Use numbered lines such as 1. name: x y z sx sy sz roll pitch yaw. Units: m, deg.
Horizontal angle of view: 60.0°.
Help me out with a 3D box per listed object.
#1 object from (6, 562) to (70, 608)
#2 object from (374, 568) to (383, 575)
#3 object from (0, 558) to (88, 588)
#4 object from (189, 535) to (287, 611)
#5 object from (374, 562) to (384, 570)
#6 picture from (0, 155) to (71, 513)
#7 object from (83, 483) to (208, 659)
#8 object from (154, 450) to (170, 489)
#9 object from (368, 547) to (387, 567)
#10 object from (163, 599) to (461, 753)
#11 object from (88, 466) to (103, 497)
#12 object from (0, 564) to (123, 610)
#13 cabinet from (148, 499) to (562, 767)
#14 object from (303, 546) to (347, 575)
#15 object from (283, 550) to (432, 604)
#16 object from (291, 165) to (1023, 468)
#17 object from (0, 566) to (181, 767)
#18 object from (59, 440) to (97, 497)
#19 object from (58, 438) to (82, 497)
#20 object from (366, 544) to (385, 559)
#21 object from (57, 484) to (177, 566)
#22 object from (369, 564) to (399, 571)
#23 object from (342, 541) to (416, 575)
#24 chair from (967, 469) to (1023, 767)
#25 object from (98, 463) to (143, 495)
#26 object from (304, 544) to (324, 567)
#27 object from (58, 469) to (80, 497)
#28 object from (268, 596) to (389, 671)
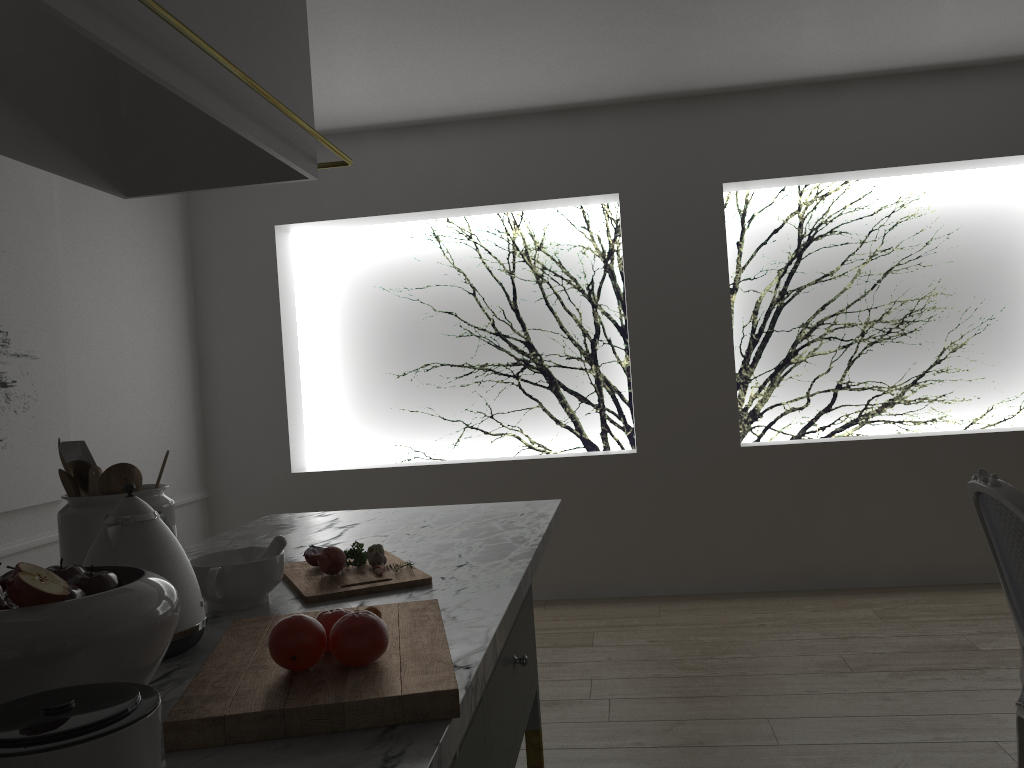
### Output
1. object: -0.468 0.199 0.875 0.054 0.048 0.061 -4 0 -29
2. object: -0.238 0.337 1.587 0.015 0.010 0.028 -4 0 -19
3. object: -0.544 0.224 0.973 0.071 0.091 0.167 -4 0 32
4. object: -0.459 0.314 1.486 0.159 0.110 0.172 -4 0 -38
5. object: -0.241 0.334 1.624 0.013 0.017 0.030 -4 0 16
6. picture: -1.835 -0.217 2.634 0.039 1.315 1.545 -4 0 7
7. object: -0.514 0.254 1.240 0.178 0.236 0.204 -4 0 44
8. object: -0.589 0.241 1.427 0.054 0.262 0.149 -4 0 22
9. object: -0.253 0.324 1.664 0.034 0.037 0.033 -4 0 -15
10. object: -0.224 0.337 1.082 0.290 0.030 0.400 -4 0 -8
11. object: -0.658 0.252 1.405 0.033 0.250 0.118 -4 0 -43
12. object: -0.499 0.233 0.935 0.135 0.074 0.154 -4 0 3
13. cabinet: -0.411 0.727 1.409 0.870 0.721 2.360 -4 0 7
14. object: -0.342 0.323 1.612 0.090 0.051 0.050 -4 0 -30
15. object: -0.301 0.352 1.646 0.220 0.012 0.330 -4 0 -23
16. object: 1.901 1.066 4.539 10.834 8.324 0.001 -4 0 7
17. object: -0.508 0.294 0.823 0.364 0.156 0.491 -4 0 -16
18. object: -0.644 0.230 1.428 0.064 0.290 0.141 -4 0 21
19. object: -0.688 0.232 1.435 0.131 0.296 0.056 -4 0 27
20. object: -0.263 0.326 1.702 0.037 0.036 0.035 -4 0 -5
21. object: -0.634 0.276 1.436 0.174 0.208 0.174 -4 0 25
22. object: -0.232 0.337 1.641 0.059 0.008 0.043 -4 0 -41
23. object: -0.265 0.329 1.645 0.224 0.058 0.116 -4 0 43
24. chair: 1.178 0.564 1.689 0.505 0.833 0.480 -4 0 4
25. object: -0.611 0.248 1.416 0.061 0.251 0.117 -4 0 -13
26. object: -0.373 0.332 1.708 0.049 0.039 0.057 -4 0 4
27. object: -0.683 0.254 1.427 0.050 0.247 0.114 -4 0 12
28. object: -0.214 0.285 1.076 0.135 0.079 0.194 -4 0 -4
